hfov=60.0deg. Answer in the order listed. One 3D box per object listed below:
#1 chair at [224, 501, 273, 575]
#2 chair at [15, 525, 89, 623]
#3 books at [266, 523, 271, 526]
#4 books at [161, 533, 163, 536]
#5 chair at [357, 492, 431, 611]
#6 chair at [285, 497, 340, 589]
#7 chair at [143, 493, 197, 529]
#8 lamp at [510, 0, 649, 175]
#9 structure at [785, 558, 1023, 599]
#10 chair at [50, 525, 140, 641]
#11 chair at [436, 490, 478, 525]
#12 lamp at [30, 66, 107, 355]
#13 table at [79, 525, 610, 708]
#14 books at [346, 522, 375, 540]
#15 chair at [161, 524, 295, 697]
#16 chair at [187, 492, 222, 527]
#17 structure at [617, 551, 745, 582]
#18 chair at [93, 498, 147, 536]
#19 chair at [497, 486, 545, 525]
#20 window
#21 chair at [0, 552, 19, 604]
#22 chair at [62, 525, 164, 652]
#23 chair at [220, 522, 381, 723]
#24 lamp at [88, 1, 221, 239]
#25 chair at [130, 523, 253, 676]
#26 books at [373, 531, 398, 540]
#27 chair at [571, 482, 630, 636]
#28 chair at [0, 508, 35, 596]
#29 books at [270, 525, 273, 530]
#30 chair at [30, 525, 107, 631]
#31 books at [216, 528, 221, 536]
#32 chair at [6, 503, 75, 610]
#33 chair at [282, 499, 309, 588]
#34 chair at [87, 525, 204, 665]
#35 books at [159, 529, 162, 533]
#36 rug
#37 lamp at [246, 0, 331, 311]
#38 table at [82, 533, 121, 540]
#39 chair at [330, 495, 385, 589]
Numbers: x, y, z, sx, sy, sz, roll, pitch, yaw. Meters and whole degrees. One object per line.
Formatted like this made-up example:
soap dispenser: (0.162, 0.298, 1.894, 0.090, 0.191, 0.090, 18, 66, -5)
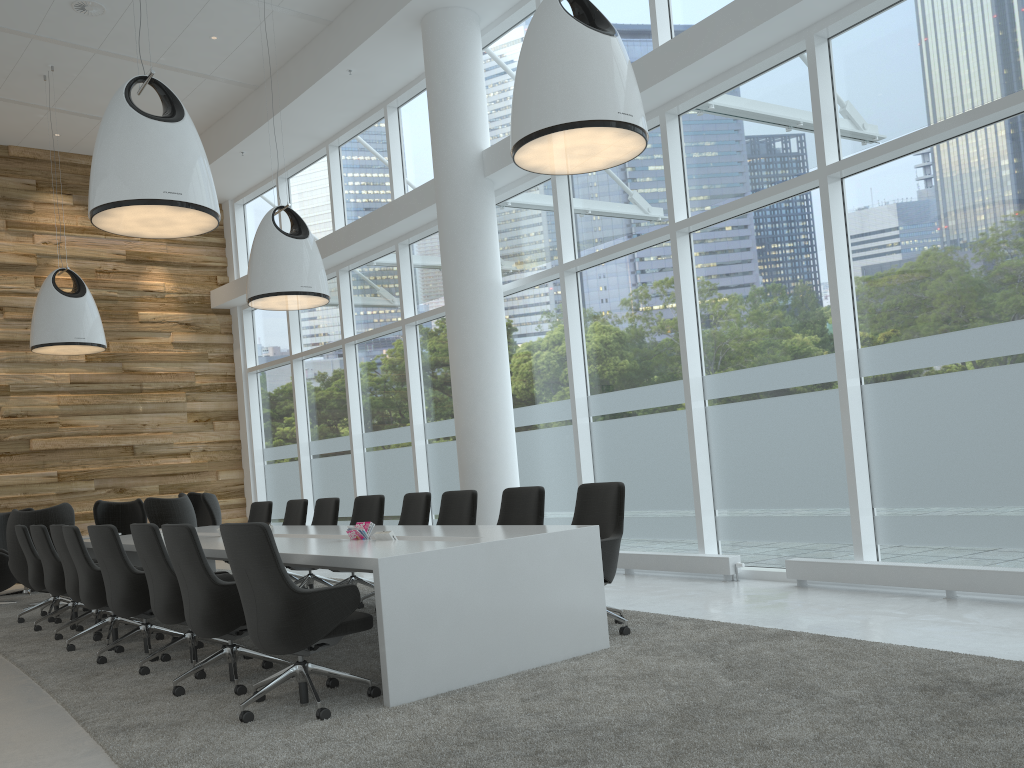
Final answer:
chair: (-3.060, 1.854, 10.187, 0.673, 0.964, 0.688, -2, -4, -44)
chair: (-4.595, 1.864, 8.870, 0.672, 0.964, 0.688, -3, -3, -34)
books: (-2.176, 1.299, 7.538, 0.139, 0.229, 0.358, -3, -4, -39)
books: (-3.571, 1.502, 8.782, 0.224, 0.026, 0.265, -2, -6, -29)
chair: (-1.003, 1.450, 7.731, 0.672, 0.964, 0.688, -3, -3, -34)
chair: (-2.024, 1.642, 8.858, 0.673, 0.964, 0.688, -3, -3, -39)
chair: (-4.312, 1.931, 10.857, 0.918, 1.150, 0.915, -5, -3, 11)
lamp: (0.276, -3.287, 5.697, 0.885, 3.640, 0.885, -5, -2, 7)
structure: (2.970, 1.327, 5.927, 0.150, 0.213, 2.702, -3, -5, -34)
chair: (-3.580, 1.659, 7.596, 0.673, 0.964, 0.688, -3, -3, -39)
chair: (-0.581, 1.354, 7.096, 0.673, 0.964, 0.688, -3, -3, -39)
lamp: (-5.803, -2.241, 11.353, 0.884, 3.640, 0.885, -5, -2, 0)
table: (-2.061, 1.624, 7.355, 1.498, 0.737, 6.587, -1, -6, -38)
books: (-1.012, 1.082, 6.008, 0.230, 0.274, 0.600, -4, -5, -18)
chair: (-1.668, 1.270, 5.170, 0.673, 0.964, 0.688, -3, -3, -39)
chair: (-4.434, 2.056, 12.090, 0.918, 1.150, 0.916, -7, -4, 41)
structure: (1.152, 1.724, 8.524, 0.150, 0.213, 2.702, -3, -5, -37)
chair: (-5.563, 2.186, 12.450, 0.912, 1.150, 0.921, -4, -3, -19)
chair: (-0.066, 1.251, 6.461, 0.673, 0.964, 0.688, -3, -3, -39)
window: (-18.387, -0.337, 0.354, 62.896, 6.127, 30.924, -5, -5, 1)
chair: (-6.310, 2.076, 10.563, 0.918, 1.150, 0.916, -7, -4, 41)
chair: (-3.158, 1.564, 6.962, 0.672, 0.964, 0.688, -3, -3, -34)
chair: (-1.101, 1.159, 4.505, 0.673, 0.964, 0.688, -2, -4, -44)
lamp: (-2.703, -2.966, 6.395, 0.884, 3.640, 0.885, -5, -2, 7)
chair: (-2.136, 1.371, 5.835, 0.673, 0.964, 0.688, -3, -3, -39)
books: (-0.755, 1.030, 5.581, 0.143, 0.226, 0.204, -3, -4, -40)
chair: (0.435, 1.149, 5.823, 0.672, 0.964, 0.688, -3, -3, -34)
chair: (-6.473, 2.197, 11.723, 0.918, 1.150, 0.915, -5, -3, 11)
books: (-2.174, 1.319, 7.563, 0.158, 0.241, 0.354, -3, -4, -39)
chair: (-4.094, 1.762, 8.231, 0.673, 0.964, 0.688, -3, -3, -39)
books: (-2.470, 1.366, 7.757, 0.153, 0.238, 0.191, -3, -3, -39)
chair: (-5.254, 1.946, 10.142, 0.912, 1.150, 0.921, -4, -3, -19)
chair: (-2.493, 1.744, 9.522, 0.673, 0.964, 0.688, -3, -3, -39)
chair: (-2.657, 1.465, 6.359, 0.673, 0.964, 0.688, -2, -4, -44)
books: (-3.554, 1.596, 9.136, 0.139, 0.222, 0.163, -3, -3, -38)
rug: (-2.359, 2.036, 7.516, 3.933, 0.010, 13.511, -1, -7, -38)
lamp: (-2.556, -2.682, 9.595, 0.884, 3.640, 0.885, -5, -2, 5)
table: (-5.376, 2.285, 11.273, 0.798, 0.695, 0.803, -4, -4, -14)
chair: (-1.504, 1.548, 8.333, 0.673, 0.964, 0.688, -2, -4, -44)
